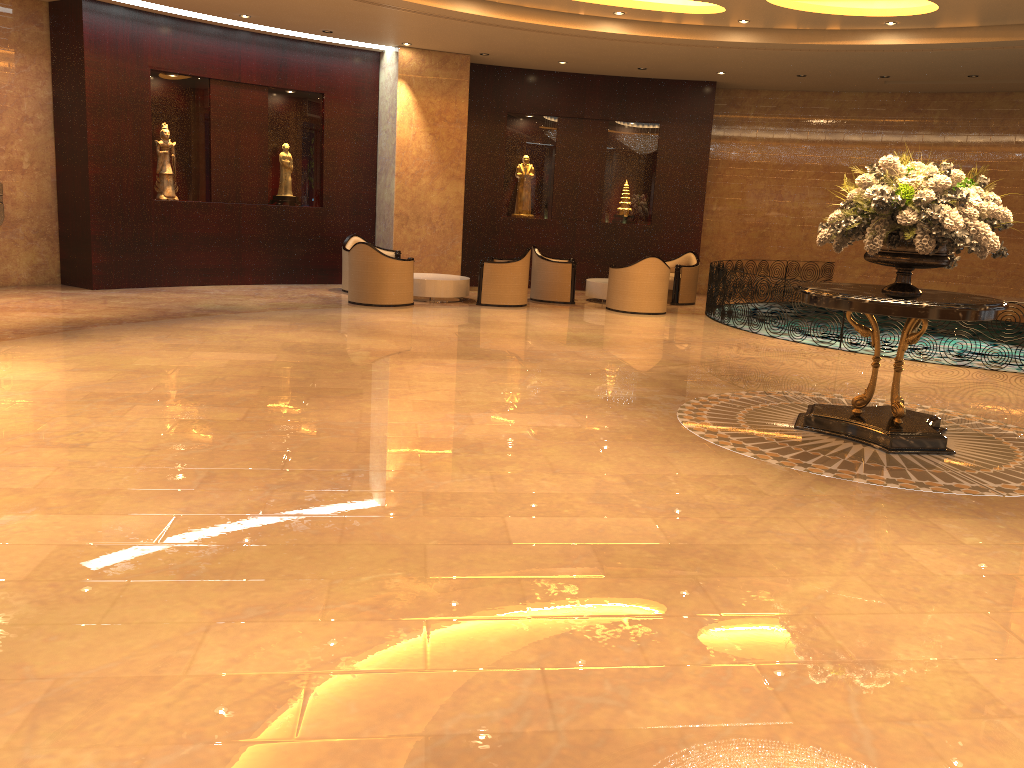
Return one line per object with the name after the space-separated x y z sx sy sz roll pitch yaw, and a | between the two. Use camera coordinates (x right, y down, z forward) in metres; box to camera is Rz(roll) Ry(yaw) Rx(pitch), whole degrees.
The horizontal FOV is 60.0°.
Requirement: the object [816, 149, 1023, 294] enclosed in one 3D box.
2.936 -1.169 6.518 1.277 0.999 1.318 8 12 21 | object

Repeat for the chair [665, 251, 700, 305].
2.919 -1.926 15.889 0.769 0.916 0.951 -4 14 -33 | chair

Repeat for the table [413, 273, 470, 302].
-1.281 -1.552 14.263 1.196 0.354 1.196 7 12 17 | table

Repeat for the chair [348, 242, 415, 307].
-1.995 -1.643 13.101 0.951 0.916 0.769 9 13 26 | chair

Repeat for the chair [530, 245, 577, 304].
0.701 -1.867 14.970 0.769 0.916 0.951 4 12 1 | chair

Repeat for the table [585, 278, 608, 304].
1.874 -1.594 15.369 1.196 0.354 1.196 7 12 18 | table

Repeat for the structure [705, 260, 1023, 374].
4.990 -1.270 14.001 3.815 0.995 7.624 5 12 9 | structure

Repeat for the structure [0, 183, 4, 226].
-7.172 -2.524 12.332 0.053 0.661 0.200 10 13 30 | structure

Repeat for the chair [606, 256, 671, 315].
2.048 -1.593 14.014 0.951 0.916 0.769 1 12 -14 | chair

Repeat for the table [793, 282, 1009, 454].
2.853 -0.156 6.753 1.493 1.089 1.493 0 12 -15 | table

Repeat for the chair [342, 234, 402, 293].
-2.392 -1.990 14.691 0.769 0.916 0.951 13 15 40 | chair

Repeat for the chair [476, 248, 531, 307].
-0.108 -1.717 14.004 0.769 0.916 0.951 5 12 6 | chair
